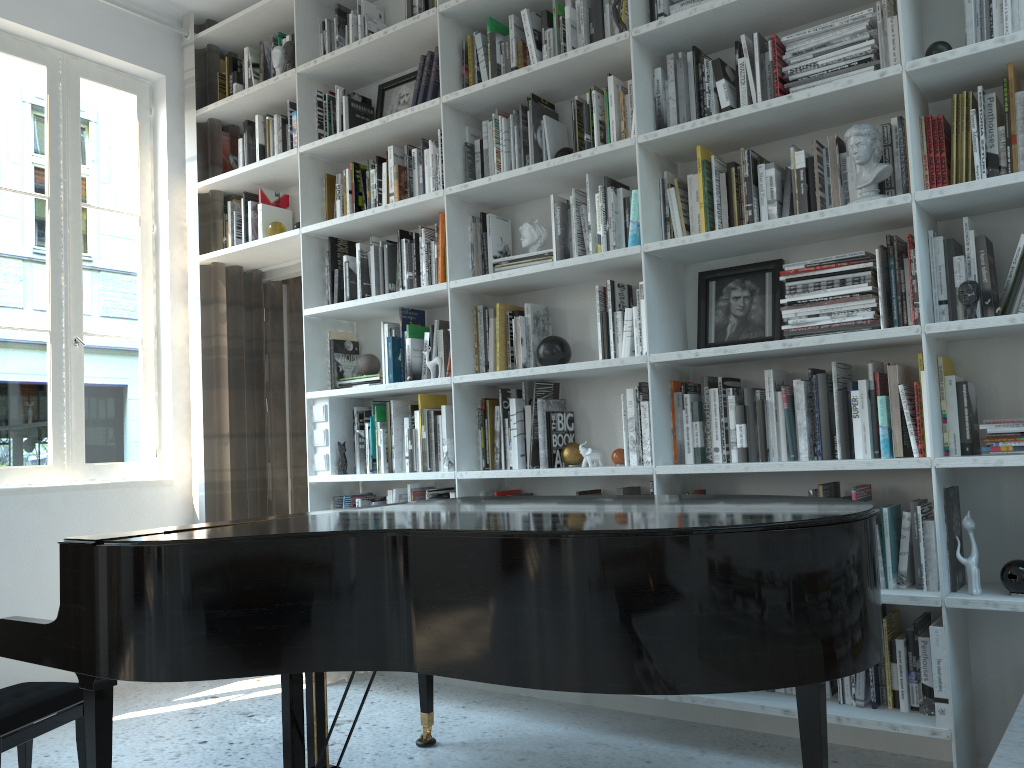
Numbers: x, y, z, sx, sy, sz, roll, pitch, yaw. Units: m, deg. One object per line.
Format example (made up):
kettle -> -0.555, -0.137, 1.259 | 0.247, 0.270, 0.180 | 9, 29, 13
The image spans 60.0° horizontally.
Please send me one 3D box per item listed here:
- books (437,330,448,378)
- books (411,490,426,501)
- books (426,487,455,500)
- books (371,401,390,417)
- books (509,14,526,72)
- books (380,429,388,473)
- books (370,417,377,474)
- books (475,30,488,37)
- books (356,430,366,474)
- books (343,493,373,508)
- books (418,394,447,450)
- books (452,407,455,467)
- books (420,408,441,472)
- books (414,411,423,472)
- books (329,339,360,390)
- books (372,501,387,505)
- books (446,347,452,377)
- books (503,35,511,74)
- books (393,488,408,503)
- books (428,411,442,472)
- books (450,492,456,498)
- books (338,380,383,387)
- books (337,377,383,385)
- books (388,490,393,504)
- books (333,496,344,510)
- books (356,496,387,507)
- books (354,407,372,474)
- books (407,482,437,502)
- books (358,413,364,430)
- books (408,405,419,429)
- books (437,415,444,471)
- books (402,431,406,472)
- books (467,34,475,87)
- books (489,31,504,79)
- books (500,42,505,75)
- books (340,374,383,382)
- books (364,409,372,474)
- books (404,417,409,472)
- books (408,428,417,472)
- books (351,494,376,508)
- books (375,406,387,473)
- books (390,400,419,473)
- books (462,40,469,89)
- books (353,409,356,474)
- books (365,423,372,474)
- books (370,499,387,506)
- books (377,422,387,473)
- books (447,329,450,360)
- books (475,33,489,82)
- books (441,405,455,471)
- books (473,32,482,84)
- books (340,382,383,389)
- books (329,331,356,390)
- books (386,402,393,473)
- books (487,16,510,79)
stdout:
books -> -0.237, -0.113, 3.665 | 0.030, 0.207, 0.172 | -5, -5, 36
books -> -0.356, 0.595, 3.734 | 0.012, 0.295, 0.176 | -5, -5, 36
books -> -0.292, 0.586, 3.693 | 0.013, 0.301, 0.172 | -5, -5, 36
books -> -0.559, 0.232, 3.897 | 0.006, 0.314, 0.145 | -5, -5, 36
books -> 0.048, -1.287, 3.503 | 0.023, 0.293, 0.156 | -5, -5, 36
books -> -0.499, 0.288, 3.834 | 0.016, 0.188, 0.183 | -5, -5, 36
books -> -0.549, 0.265, 3.870 | 0.009, 0.244, 0.184 | -5, -5, 36
books -> -0.100, -1.278, 3.641 | 0.014, 0.308, 0.130 | -5, -5, 36
books -> -0.610, 0.298, 3.903 | 0.019, 0.189, 0.193 | -5, -5, 36
books -> -0.698, 0.634, 3.974 | 0.052, 0.283, 0.172 | -5, -5, 36
books -> -0.323, 0.204, 3.723 | 0.021, 0.322, 0.172 | -5, -5, 36
books -> -0.192, 0.224, 3.640 | 0.013, 0.260, 0.142 | -5, -5, 36
books -> -0.307, 0.233, 3.700 | 0.028, 0.260, 0.181 | -5, -5, 36
books -> -0.337, 0.240, 3.735 | 0.026, 0.254, 0.176 | -5, -5, 36
books -> -0.764, -0.078, 4.059 | 0.028, 0.243, 0.156 | -5, -5, 36
books -> -0.535, 0.633, 3.849 | 0.010, 0.252, 0.177 | -5, -5, 36
books -> -0.170, -0.157, 3.584 | 0.082, 0.276, 0.228 | -5, -5, 36
books -> 0.029, -1.248, 3.516 | 0.029, 0.218, 0.157 | -5, -5, 36
books -> -0.448, 0.597, 3.796 | 0.039, 0.307, 0.172 | -5, -5, 36
books -> -0.281, 0.237, 3.687 | 0.028, 0.249, 0.159 | -5, -5, 36
books -> -0.198, 0.584, 3.639 | 0.025, 0.287, 0.130 | -5, -5, 36
books -> -0.626, 0.000, 3.960 | 0.254, 0.012, 0.161 | -5, -5, 33
books -> -0.628, -0.012, 3.959 | 0.285, 0.012, 0.159 | -6, -6, 40
books -> -0.473, 0.605, 3.836 | 0.027, 0.299, 0.142 | -5, -5, 36
books -> -0.728, 0.639, 3.985 | 0.011, 0.277, 0.189 | -5, -5, 36
books -> -0.616, 0.635, 3.921 | 0.029, 0.266, 0.171 | -5, -5, 36
books -> -0.633, 0.250, 3.956 | 0.014, 0.294, 0.171 | -5, -5, 36
books -> -0.372, 0.580, 3.736 | 0.014, 0.325, 0.170 | -5, -5, 36
books -> -0.612, 0.262, 3.926 | 0.007, 0.264, 0.177 | -5, -5, 36
books -> -0.378, 0.230, 3.763 | 0.014, 0.281, 0.150 | -5, -5, 36
books -> -0.251, 0.245, 3.683 | 0.025, 0.229, 0.153 | -5, -5, 36
books -> -0.412, 0.261, 3.810 | 0.045, 0.230, 0.138 | -5, -5, 36
books -> -0.123, -1.265, 3.631 | 0.013, 0.283, 0.158 | -5, -5, 36
books -> -0.019, -1.255, 3.543 | 0.031, 0.241, 0.181 | -5, -5, 36
books -> 0.012, -1.237, 3.537 | 0.024, 0.201, 0.153 | -5, -5, 36
books -> -0.624, -0.024, 3.965 | 0.254, 0.012, 0.161 | -6, -5, 37
books -> -0.589, 0.252, 3.915 | 0.008, 0.279, 0.164 | -5, -5, 36
books -> -0.393, 0.258, 3.775 | 0.027, 0.229, 0.159 | -5, -5, 36
books -> -0.364, 0.278, 3.740 | 0.029, 0.181, 0.190 | -5, -5, 36
books -> -0.661, 0.637, 3.972 | 0.010, 0.273, 0.150 | -5, -5, 36
books -> -0.524, 0.241, 3.851 | 0.007, 0.286, 0.182 | -5, -5, 36
books -> -0.447, 0.225, 3.814 | 0.012, 0.306, 0.189 | -5, -5, 36
books -> -0.145, -1.250, 3.629 | 0.023, 0.256, 0.174 | -5, -5, 36
books -> -0.650, 0.257, 3.979 | 0.008, 0.285, 0.159 | -5, -5, 36
books -> -0.570, 0.281, 3.893 | 0.015, 0.216, 0.180 | -5, -5, 36
books -> -0.542, 0.632, 3.859 | 0.013, 0.256, 0.189 | -5, -5, 36
books -> -0.510, 0.274, 3.848 | 0.015, 0.219, 0.190 | -5, -5, 36
books -> -0.209, -0.116, 3.656 | 0.027, 0.209, 0.143 | -5, -5, 36
books -> -0.068, -1.265, 3.598 | 0.067, 0.274, 0.168 | -5, -5, 36
books -> -0.217, 0.222, 3.635 | 0.021, 0.265, 0.185 | -5, -5, 36
books -> -0.104, -1.269, 3.615 | 0.010, 0.287, 0.148 | -5, -5, 36
books -> -0.623, 0.012, 3.963 | 0.254, 0.012, 0.161 | -6, -5, 37
books -> -0.775, -0.097, 4.081 | 0.012, 0.285, 0.159 | -5, -5, 36
books -> -0.467, 0.229, 3.813 | 0.019, 0.300, 0.180 | -5, -5, 36
books -> -0.038, -1.290, 3.556 | 0.012, 0.314, 0.171 | -5, -5, 36
